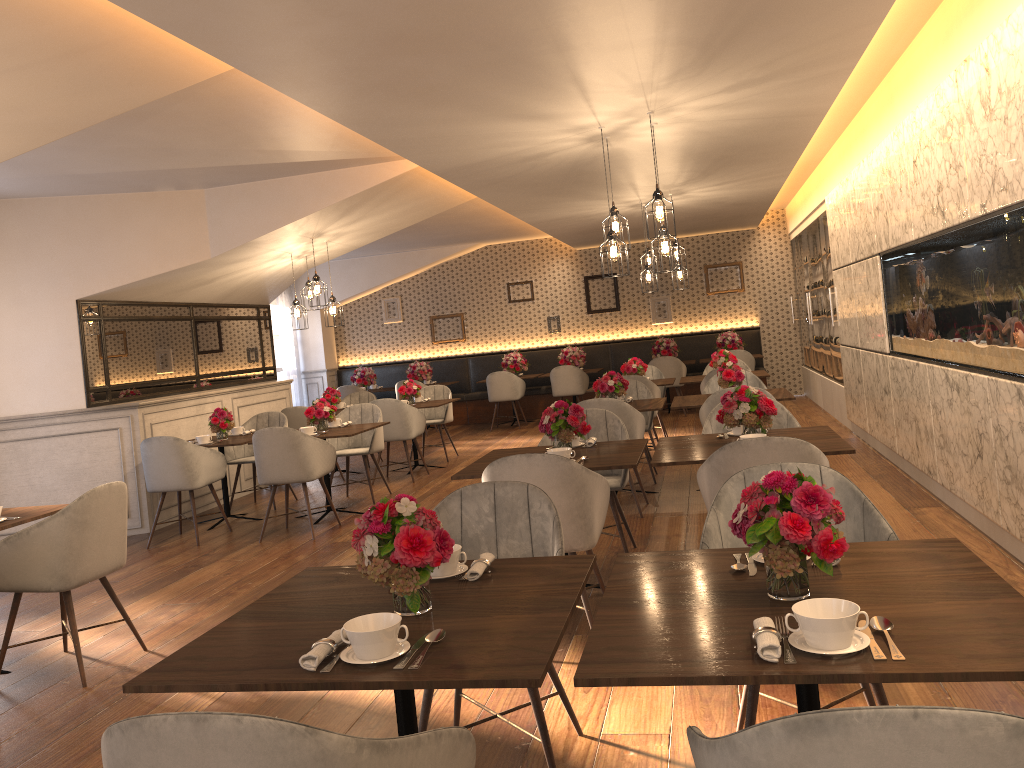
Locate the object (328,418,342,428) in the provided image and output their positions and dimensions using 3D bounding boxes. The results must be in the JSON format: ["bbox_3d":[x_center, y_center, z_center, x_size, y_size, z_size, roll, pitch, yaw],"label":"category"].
[{"bbox_3d":[-1.573,0.346,7.825,0.148,0.072,0.148,-7,3,-20],"label":"object"}]

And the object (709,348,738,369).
[{"bbox_3d":[2.245,-0.236,9.364,0.304,0.301,0.235,-5,1,34],"label":"object"}]

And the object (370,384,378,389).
[{"bbox_3d":[-2.284,0.049,14.587,0.148,0.072,0.148,-7,3,-30],"label":"object"}]

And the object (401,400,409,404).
[{"bbox_3d":[-1.176,0.216,9.491,0.148,0.072,0.148,-7,3,-20],"label":"object"}]

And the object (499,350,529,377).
[{"bbox_3d":[0.037,-0.315,13.780,0.421,0.425,0.404,-7,2,-34],"label":"object"}]

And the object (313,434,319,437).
[{"bbox_3d":[-1.581,0.414,7.231,0.022,0.004,0.211,-5,3,12],"label":"object"}]

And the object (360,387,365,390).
[{"bbox_3d":[-2.378,0.092,13.984,0.148,0.072,0.148,-7,3,-30],"label":"object"}]

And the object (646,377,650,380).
[{"bbox_3d":[1.506,-0.055,9.840,0.056,0.039,0.176,-5,3,12],"label":"object"}]

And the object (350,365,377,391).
[{"bbox_3d":[-2.383,-0.097,14.220,0.421,0.425,0.404,-7,2,-35],"label":"object"}]

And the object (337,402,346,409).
[{"bbox_3d":[-2.002,0.255,10.293,0.148,0.072,0.148,-7,3,-20],"label":"object"}]

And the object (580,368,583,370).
[{"bbox_3d":[1.083,-0.231,13.854,0.056,0.039,0.176,-5,3,12],"label":"object"}]

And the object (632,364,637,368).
[{"bbox_3d":[1.306,-0.190,9.522,0.046,0.052,0.077,-6,2,-26],"label":"object"}]

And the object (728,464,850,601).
[{"bbox_3d":[0.612,0.328,2.000,0.234,0.301,0.305,-6,1,-12],"label":"object"}]

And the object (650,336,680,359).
[{"bbox_3d":[2.280,-0.510,13.203,0.421,0.425,0.404,-7,2,-35],"label":"object"}]

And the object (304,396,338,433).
[{"bbox_3d":[-1.608,0.253,7.477,0.233,0.301,0.306,-5,2,32],"label":"object"}]

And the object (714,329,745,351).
[{"bbox_3d":[3.196,-0.592,13.014,0.421,0.425,0.404,-7,2,-34],"label":"object"}]

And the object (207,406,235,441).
[{"bbox_3d":[-2.523,0.335,7.664,0.234,0.301,0.305,-6,1,-12],"label":"object"}]

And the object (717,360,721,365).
[{"bbox_3d":[2.183,-0.227,9.312,0.049,0.052,0.078,-5,2,22],"label":"object"}]

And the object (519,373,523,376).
[{"bbox_3d":[0.140,-0.148,14.060,0.056,0.039,0.176,-5,3,12],"label":"object"}]

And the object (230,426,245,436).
[{"bbox_3d":[-2.492,0.428,8.024,0.148,0.072,0.148,-7,3,-20],"label":"object"}]

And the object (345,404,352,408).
[{"bbox_3d":[-1.890,0.262,10.269,0.056,0.039,0.176,-5,3,12],"label":"object"}]

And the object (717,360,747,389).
[{"bbox_3d":[1.725,-0.052,6.942,0.234,0.301,0.306,-5,1,14],"label":"object"}]

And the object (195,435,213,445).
[{"bbox_3d":[-2.585,0.470,7.422,0.148,0.072,0.148,-7,3,-20],"label":"object"}]

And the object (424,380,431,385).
[{"bbox_3d":[-1.383,-0.030,14.391,0.148,0.072,0.148,-7,3,-30],"label":"object"}]

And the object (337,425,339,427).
[{"bbox_3d":[-1.495,0.364,7.798,0.025,0.024,0.193,-5,3,13],"label":"object"}]

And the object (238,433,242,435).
[{"bbox_3d":[-2.414,0.445,7.998,0.025,0.024,0.193,-5,3,13],"label":"object"}]

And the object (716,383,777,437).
[{"bbox_3d":[1.179,0.139,4.425,0.304,0.301,0.235,-5,1,34],"label":"object"}]

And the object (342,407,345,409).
[{"bbox_3d":[-1.924,0.273,10.267,0.025,0.024,0.193,-5,3,13],"label":"object"}]

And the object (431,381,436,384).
[{"bbox_3d":[-1.270,-0.023,14.367,0.056,0.039,0.176,-5,3,12],"label":"object"}]

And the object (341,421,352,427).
[{"bbox_3d":[-1.460,0.353,7.801,0.056,0.039,0.176,-5,3,12],"label":"object"}]

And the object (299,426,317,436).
[{"bbox_3d":[-1.666,0.389,7.222,0.148,0.072,0.148,-7,3,-20],"label":"object"}]

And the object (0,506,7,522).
[{"bbox_3d":[-2.513,0.635,4.252,0.148,0.072,0.148,-7,3,-35],"label":"object"}]

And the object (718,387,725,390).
[{"bbox_3d":[1.764,0.043,7.247,0.148,0.072,0.148,-6,3,-10],"label":"object"}]

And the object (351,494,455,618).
[{"bbox_3d":[-0.259,0.406,2.182,0.235,0.301,0.304,-6,2,-30],"label":"object"}]

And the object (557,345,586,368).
[{"bbox_3d":[0.922,-0.389,13.485,0.419,0.425,0.406,-5,1,15],"label":"object"}]

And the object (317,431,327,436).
[{"bbox_3d":[-1.557,0.407,7.219,0.043,0.015,0.198,-5,3,16],"label":"object"}]

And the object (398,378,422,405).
[{"bbox_3d":[-1.118,0.081,9.746,0.233,0.301,0.306,-5,2,32],"label":"object"}]

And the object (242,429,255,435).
[{"bbox_3d":[-2.379,0.435,8.001,0.056,0.039,0.176,-5,3,12],"label":"object"}]

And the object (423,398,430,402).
[{"bbox_3d":[-0.970,0.181,10.069,0.056,0.039,0.176,-5,3,12],"label":"object"}]

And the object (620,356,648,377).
[{"bbox_3d":[1.328,-0.157,9.595,0.305,0.301,0.234,-6,1,-10],"label":"object"}]

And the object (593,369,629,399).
[{"bbox_3d":[0.805,0.028,7.172,0.305,0.301,0.234,-6,1,-10],"label":"object"}]

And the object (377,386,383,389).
[{"bbox_3d":[-2.172,0.057,14.563,0.056,0.039,0.176,-5,3,12],"label":"object"}]

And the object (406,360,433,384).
[{"bbox_3d":[-1.462,-0.178,14.015,0.419,0.425,0.406,-6,1,1],"label":"object"}]

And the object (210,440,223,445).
[{"bbox_3d":[-2.476,0.488,7.418,0.043,0.015,0.198,-5,3,16],"label":"object"}]

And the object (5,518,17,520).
[{"bbox_3d":[-2.519,0.666,4.334,0.210,0.004,0.022,-5,3,12],"label":"object"}]

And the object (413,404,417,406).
[{"bbox_3d":[-1.067,0.234,9.487,0.043,0.015,0.198,-5,3,16],"label":"object"}]

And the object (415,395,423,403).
[{"bbox_3d":[-1.083,0.174,10.093,0.148,0.072,0.148,-7,3,-20],"label":"object"}]

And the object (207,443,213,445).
[{"bbox_3d":[-2.500,0.496,7.431,0.022,0.004,0.211,-5,3,12],"label":"object"}]

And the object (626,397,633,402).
[{"bbox_3d":[0.983,0.129,7.417,0.056,0.039,0.176,-5,3,12],"label":"object"}]

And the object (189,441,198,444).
[{"bbox_3d":[-2.694,0.497,7.446,0.056,0.039,0.176,-5,3,12],"label":"object"}]

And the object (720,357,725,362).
[{"bbox_3d":[2.200,-0.259,9.295,0.048,0.052,0.076,-6,2,-8],"label":"object"}]

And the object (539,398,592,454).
[{"bbox_3d":[0.261,0.219,4.654,0.304,0.301,0.235,-4,2,45],"label":"object"}]

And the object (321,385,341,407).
[{"bbox_3d":[-2.033,0.163,9.933,0.234,0.301,0.305,-6,1,-12],"label":"object"}]
